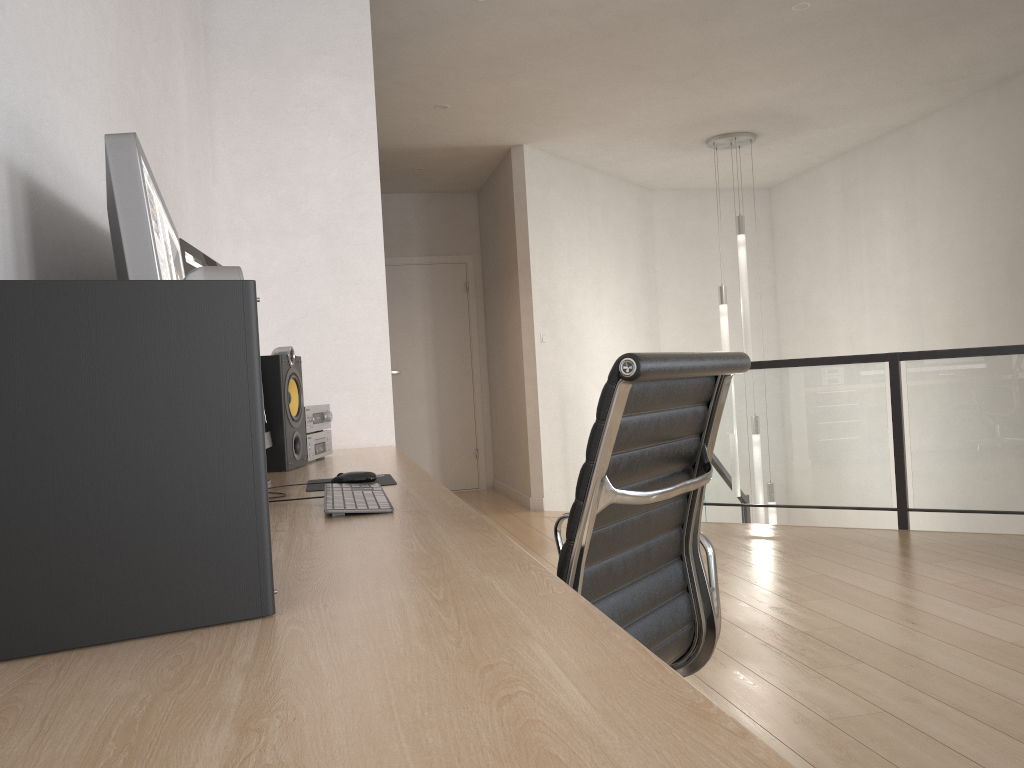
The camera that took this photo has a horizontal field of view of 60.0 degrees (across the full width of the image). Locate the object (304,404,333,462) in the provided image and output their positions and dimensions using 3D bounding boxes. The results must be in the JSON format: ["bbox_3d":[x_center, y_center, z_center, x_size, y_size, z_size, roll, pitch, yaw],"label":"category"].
[{"bbox_3d":[-0.737,0.162,2.844,0.270,0.174,0.285,-3,0,3],"label":"object"}]

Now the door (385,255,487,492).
[{"bbox_3d":[-0.764,-0.078,7.955,0.974,2.136,0.085,-3,0,-12],"label":"door"}]

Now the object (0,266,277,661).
[{"bbox_3d":[-0.388,0.057,0.893,0.249,0.354,0.198,-3,0,-27],"label":"object"}]

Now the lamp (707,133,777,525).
[{"bbox_3d":[1.709,-0.996,6.719,0.359,6.725,0.359,-3,0,25],"label":"lamp"}]

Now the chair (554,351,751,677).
[{"bbox_3d":[0.054,0.460,1.516,0.699,0.991,0.664,-3,0,39],"label":"chair"}]

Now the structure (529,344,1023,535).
[{"bbox_3d":[2.692,1.960,6.347,4.190,4.339,2.823,-3,0,33],"label":"structure"}]

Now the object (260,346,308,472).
[{"bbox_3d":[-0.748,0.074,2.577,0.249,0.354,0.198,-3,0,3],"label":"object"}]

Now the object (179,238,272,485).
[{"bbox_3d":[-0.691,-0.019,2.081,0.190,0.535,0.716,-3,0,-7],"label":"object"}]

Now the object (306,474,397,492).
[{"bbox_3d":[-0.378,0.230,2.075,0.200,0.002,0.250,-3,0,-12],"label":"object"}]
